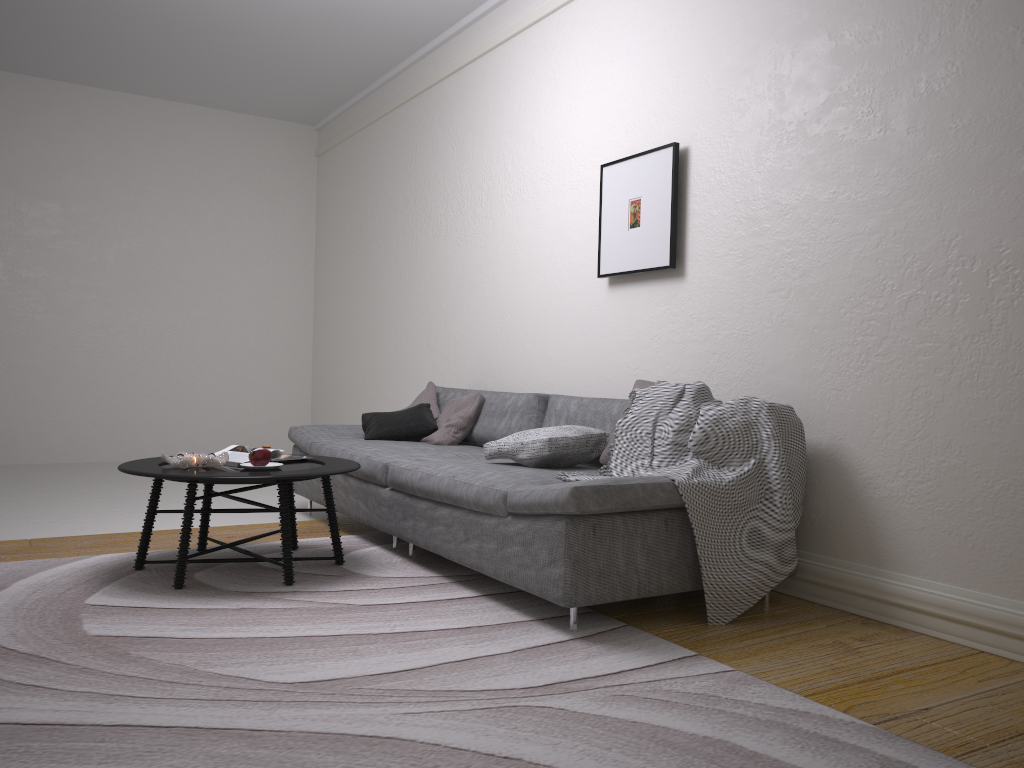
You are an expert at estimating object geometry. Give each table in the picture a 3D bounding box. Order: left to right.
[{"bbox_3d":[-1.114,0.553,3.668,0.961,0.449,0.926,1,1,-34],"label":"table"}]

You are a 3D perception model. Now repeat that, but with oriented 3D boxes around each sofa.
[{"bbox_3d":[-0.115,0.422,4.314,1.122,0.772,3.002,1,1,-31],"label":"sofa"}]

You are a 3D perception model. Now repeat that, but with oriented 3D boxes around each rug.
[{"bbox_3d":[-0.493,0.791,2.522,1.986,0.008,3.640,1,1,-31],"label":"rug"}]

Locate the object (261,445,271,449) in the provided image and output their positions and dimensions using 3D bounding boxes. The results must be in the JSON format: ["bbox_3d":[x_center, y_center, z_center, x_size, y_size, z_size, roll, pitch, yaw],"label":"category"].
[{"bbox_3d":[-1.129,0.300,4.059,0.118,0.036,0.121,2,1,20],"label":"object"}]

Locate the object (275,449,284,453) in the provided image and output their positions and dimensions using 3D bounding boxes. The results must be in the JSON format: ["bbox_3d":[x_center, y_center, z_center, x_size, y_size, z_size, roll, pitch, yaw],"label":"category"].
[{"bbox_3d":[-1.129,0.313,4.057,0.164,0.015,0.171,2,1,41],"label":"object"}]

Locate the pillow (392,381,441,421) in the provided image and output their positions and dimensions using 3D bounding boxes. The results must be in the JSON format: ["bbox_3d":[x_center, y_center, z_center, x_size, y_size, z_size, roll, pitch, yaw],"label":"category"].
[{"bbox_3d":[-0.598,0.206,5.373,0.355,0.448,0.475,1,1,-10],"label":"pillow"}]

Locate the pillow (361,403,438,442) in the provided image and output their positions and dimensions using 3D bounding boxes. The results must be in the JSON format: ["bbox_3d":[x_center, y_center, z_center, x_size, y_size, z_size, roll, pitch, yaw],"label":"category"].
[{"bbox_3d":[-0.644,0.246,5.057,0.424,0.268,0.398,1,1,-11],"label":"pillow"}]

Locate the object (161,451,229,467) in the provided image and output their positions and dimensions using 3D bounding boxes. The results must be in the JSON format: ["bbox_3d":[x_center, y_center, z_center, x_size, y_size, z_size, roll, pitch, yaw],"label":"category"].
[{"bbox_3d":[-1.277,0.303,3.575,0.256,0.062,0.250,1,1,-24],"label":"object"}]

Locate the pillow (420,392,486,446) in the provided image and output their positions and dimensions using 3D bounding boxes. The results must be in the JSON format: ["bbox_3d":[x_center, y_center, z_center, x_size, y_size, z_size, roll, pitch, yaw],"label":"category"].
[{"bbox_3d":[-0.365,0.197,5.013,0.344,0.318,0.415,1,1,-31],"label":"pillow"}]

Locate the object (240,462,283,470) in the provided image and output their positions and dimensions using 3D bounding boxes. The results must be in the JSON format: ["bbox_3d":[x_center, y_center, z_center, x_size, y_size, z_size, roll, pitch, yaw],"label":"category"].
[{"bbox_3d":[-1.014,0.333,3.590,0.166,0.015,0.169,2,1,14],"label":"object"}]

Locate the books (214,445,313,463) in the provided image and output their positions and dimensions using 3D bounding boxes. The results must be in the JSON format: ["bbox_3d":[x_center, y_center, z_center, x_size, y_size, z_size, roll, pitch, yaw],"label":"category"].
[{"bbox_3d":[-1.123,0.302,3.897,0.299,0.048,0.379,2,1,38],"label":"books"}]

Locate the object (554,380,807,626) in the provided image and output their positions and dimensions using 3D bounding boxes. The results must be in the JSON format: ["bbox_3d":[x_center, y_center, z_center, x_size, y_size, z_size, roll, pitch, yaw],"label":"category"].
[{"bbox_3d":[0.604,0.419,3.287,0.871,0.866,0.629,2,1,24],"label":"object"}]

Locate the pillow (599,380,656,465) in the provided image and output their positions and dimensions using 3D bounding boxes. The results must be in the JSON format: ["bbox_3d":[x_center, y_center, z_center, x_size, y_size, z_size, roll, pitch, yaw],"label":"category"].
[{"bbox_3d":[0.562,0.179,3.554,0.246,0.390,0.419,1,1,-31],"label":"pillow"}]

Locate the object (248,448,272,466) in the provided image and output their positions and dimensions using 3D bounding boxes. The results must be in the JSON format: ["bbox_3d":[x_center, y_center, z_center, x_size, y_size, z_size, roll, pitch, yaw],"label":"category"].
[{"bbox_3d":[-1.011,0.298,3.578,0.110,0.082,0.088,2,1,3],"label":"object"}]

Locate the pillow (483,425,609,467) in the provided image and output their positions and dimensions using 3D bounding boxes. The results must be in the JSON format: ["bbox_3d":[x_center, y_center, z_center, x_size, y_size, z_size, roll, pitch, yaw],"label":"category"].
[{"bbox_3d":[0.147,0.272,3.839,0.414,0.194,0.396,1,1,-45],"label":"pillow"}]
